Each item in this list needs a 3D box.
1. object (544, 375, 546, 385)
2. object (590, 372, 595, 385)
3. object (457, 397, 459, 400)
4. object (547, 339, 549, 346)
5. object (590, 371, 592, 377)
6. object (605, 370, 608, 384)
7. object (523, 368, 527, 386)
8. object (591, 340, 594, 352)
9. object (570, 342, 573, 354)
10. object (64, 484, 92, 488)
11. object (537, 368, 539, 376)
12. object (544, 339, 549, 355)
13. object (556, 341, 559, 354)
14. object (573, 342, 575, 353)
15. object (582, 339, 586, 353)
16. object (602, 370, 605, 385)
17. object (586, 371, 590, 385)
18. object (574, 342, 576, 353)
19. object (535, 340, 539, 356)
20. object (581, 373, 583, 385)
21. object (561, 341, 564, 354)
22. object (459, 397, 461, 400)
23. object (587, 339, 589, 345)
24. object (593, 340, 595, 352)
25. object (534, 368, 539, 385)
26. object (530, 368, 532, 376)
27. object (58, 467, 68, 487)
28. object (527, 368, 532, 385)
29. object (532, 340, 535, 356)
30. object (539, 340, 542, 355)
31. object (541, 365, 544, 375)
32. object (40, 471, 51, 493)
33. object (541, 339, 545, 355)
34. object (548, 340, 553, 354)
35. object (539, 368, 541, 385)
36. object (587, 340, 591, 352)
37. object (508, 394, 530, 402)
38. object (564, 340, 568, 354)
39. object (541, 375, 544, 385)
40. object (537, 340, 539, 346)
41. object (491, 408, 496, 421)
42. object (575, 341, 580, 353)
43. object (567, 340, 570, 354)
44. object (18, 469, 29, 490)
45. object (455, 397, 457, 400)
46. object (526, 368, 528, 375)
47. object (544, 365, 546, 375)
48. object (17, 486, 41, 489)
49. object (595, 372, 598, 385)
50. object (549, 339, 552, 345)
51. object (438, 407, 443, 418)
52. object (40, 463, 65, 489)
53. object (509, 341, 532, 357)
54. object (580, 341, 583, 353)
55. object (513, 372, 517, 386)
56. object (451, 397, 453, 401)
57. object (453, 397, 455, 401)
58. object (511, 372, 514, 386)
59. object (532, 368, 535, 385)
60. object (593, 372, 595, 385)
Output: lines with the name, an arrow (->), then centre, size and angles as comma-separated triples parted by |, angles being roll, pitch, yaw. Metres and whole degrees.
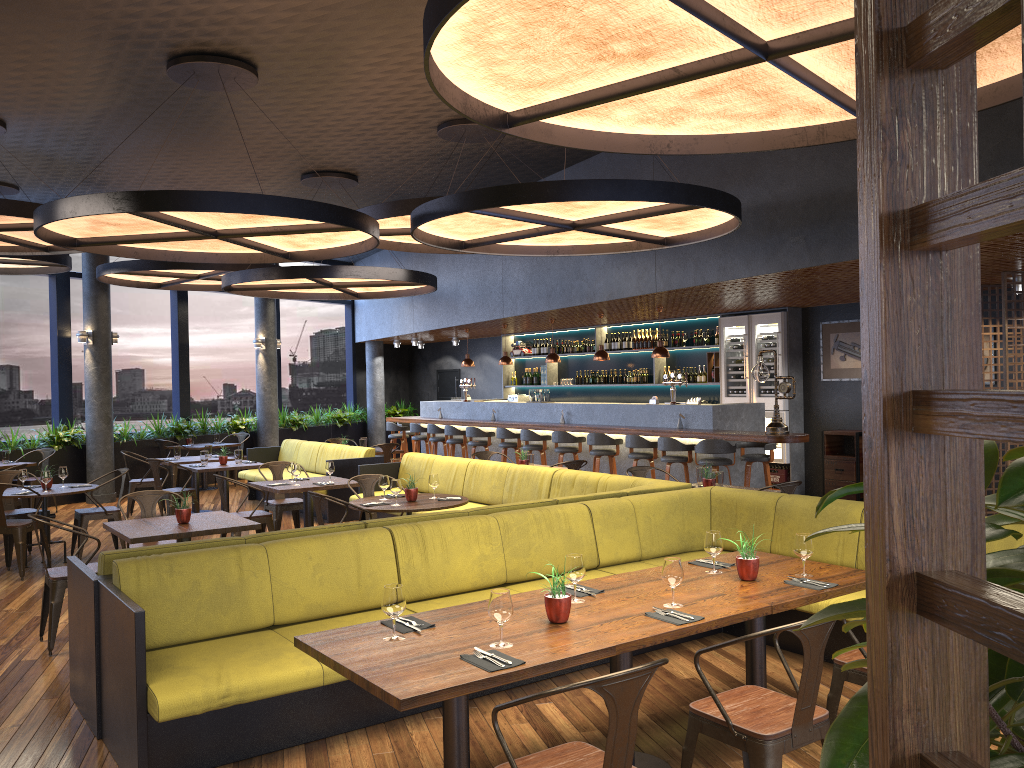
object -> 0.677, -0.072, 16.993 | 0.080, 0.192, 0.098 | -1, 0, -35
object -> 1.438, -0.100, 15.940 | 0.088, 0.224, 0.088 | -1, 0, -21
object -> -1.047, 0.287, 17.181 | 0.042, 0.059, 0.042 | -1, 0, -38
object -> 0.685, -0.711, 17.075 | 0.085, 0.310, 0.086 | -1, 0, -8
object -> 1.448, -0.116, 16.142 | 0.063, 0.254, 0.063 | -1, 0, 27
object -> 1.670, -0.119, 15.749 | 0.063, 0.254, 0.063 | -1, 0, 27
object -> 0.273, -0.140, 17.505 | 0.094, 0.340, 0.094 | -1, 0, -13
object -> 1.457, -0.676, 15.960 | 0.068, 0.217, 0.068 | -1, 0, -30
object -> 1.095, -0.669, 16.311 | 0.068, 0.217, 0.068 | -1, 0, 45
object -> -4.456, 1.048, 9.110 | 0.255, 0.019, 0.157 | -1, 0, -37
object -> 0.498, -0.144, 17.391 | 0.094, 0.340, 0.094 | -1, 0, -26
object -> 0.661, -0.710, 16.942 | 0.085, 0.310, 0.086 | -1, 0, -2
object -> 0.852, -0.684, 16.661 | 0.063, 0.254, 0.063 | -1, 0, 37
object -> 1.150, -0.671, 16.440 | 0.068, 0.217, 0.068 | -1, 0, -30
object -> 1.308, -0.691, 16.065 | 0.063, 0.254, 0.063 | -1, 0, 13
object -> 1.616, -0.118, 15.683 | 0.063, 0.254, 0.063 | -1, 0, 7
object -> 1.378, -0.114, 16.088 | 0.063, 0.254, 0.063 | -1, 0, -7
object -> 1.176, -0.671, 16.358 | 0.068, 0.217, 0.068 | -1, 0, -15
object -> 0.483, -0.707, 17.190 | 0.085, 0.310, 0.086 | -1, 0, -8
object -> 1.267, -0.113, 16.314 | 0.063, 0.254, 0.063 | -1, 0, -43
object -> 0.942, -0.685, 16.583 | 0.063, 0.254, 0.063 | -1, 0, 27
object -> -1.005, 0.286, 17.209 | 0.042, 0.059, 0.042 | -1, 0, -38
object -> 1.388, -0.693, 16.106 | 0.063, 0.254, 0.063 | -1, 0, -7
object -> 1.485, -0.679, 15.808 | 0.088, 0.224, 0.088 | -1, 0, -21
object -> 0.471, -0.143, 17.266 | 0.094, 0.340, 0.094 | -1, 0, 4
object -> 0.369, -0.142, 17.546 | 0.094, 0.340, 0.094 | -1, 0, -29
object -> -4.629, 0.958, 9.147 | 0.097, 0.206, 0.097 | -1, 0, 26
object -> 0.340, -0.141, 17.432 | 0.094, 0.340, 0.094 | -1, 0, -21
object -> 0.431, -0.706, 17.267 | 0.085, 0.310, 0.086 | -1, 0, -2
object -> 0.562, -0.709, 17.241 | 0.085, 0.310, 0.086 | -1, 0, -24
object -> 0.617, -0.263, 17.076 | 0.080, 0.192, 0.098 | -1, 0, -35
object -> -4.578, 0.958, 8.711 | 0.097, 0.206, 0.097 | -1, 0, -29
object -> 0.603, -0.709, 17.027 | 0.085, 0.310, 0.086 | -1, 0, -16
object -> 0.733, -0.693, 16.849 | 0.083, 0.301, 0.083 | -1, 0, -28
object -> 0.568, -0.146, 17.308 | 0.094, 0.340, 0.094 | -1, 0, -13
object -> 1.377, -0.674, 15.912 | 0.068, 0.217, 0.068 | -1, 0, 40
object -> 0.097, 0.474, 17.607 | 0.550, 0.569, 0.355 | -1, 0, -35
object -> 0.998, -0.686, 16.472 | 0.063, 0.254, 0.063 | -1, 0, -17
object -> 0.619, -0.071, 17.076 | 0.080, 0.192, 0.098 | -1, 0, -35
object -> 0.508, -0.708, 17.322 | 0.085, 0.310, 0.086 | -1, 0, 6
object -> -0.307, 0.508, 14.819 | 0.114, 0.203, 0.069 | -1, 0, 15
object -> 1.201, -0.674, 16.211 | 0.088, 0.224, 0.088 | -1, 0, -41
object -> 1.068, -0.688, 16.563 | 0.063, 0.254, 0.063 | -1, 0, 3
object -> -4.939, 0.965, 8.962 | 0.097, 0.206, 0.097 | -1, 0, 6
object -> -1.078, 0.288, 17.140 | 0.042, 0.059, 0.042 | -1, 0, -38
object -> 0.303, -0.141, 17.629 | 0.094, 0.340, 0.094 | -1, 0, 1
object -> 0.673, -0.264, 16.993 | 0.080, 0.192, 0.098 | -1, 0, -35
object -> -4.962, 1.059, 9.135 | 0.255, 0.019, 0.157 | -1, 0, 33
object -> 1.546, -0.102, 15.982 | 0.088, 0.224, 0.088 | -1, 0, 29
object -> 0.738, -0.712, 16.997 | 0.085, 0.310, 0.086 | -1, 0, 6
object -> -1.320, 0.524, 16.230 | 0.114, 0.203, 0.069 | -1, 0, 12
object -> -4.695, 0.924, 8.954 | 0.260, 0.271, 0.238 | -1, 0, 4
object -> 0.171, -0.705, 17.752 | 0.229, 0.319, 0.579 | -1, 0, -35
object -> 1.292, -0.677, 16.265 | 0.088, 0.224, 0.088 | -1, 0, -41
object -> 0.067, -0.106, 17.942 | 0.079, 0.281, 0.079 | -1, 0, -32
object -> -1.159, 0.290, 17.095 | 0.042, 0.059, 0.042 | -1, 0, -38
object -> -1.120, 0.289, 17.122 | 0.042, 0.059, 0.042 | -1, 0, -38
object -> 0.012, -0.105, 18.014 | 0.079, 0.281, 0.079 | -1, 0, -17
object -> 0.440, -0.143, 17.470 | 0.094, 0.340, 0.094 | -1, 0, -13
object -> 1.471, -0.101, 16.049 | 0.088, 0.224, 0.088 | -1, 0, 19
